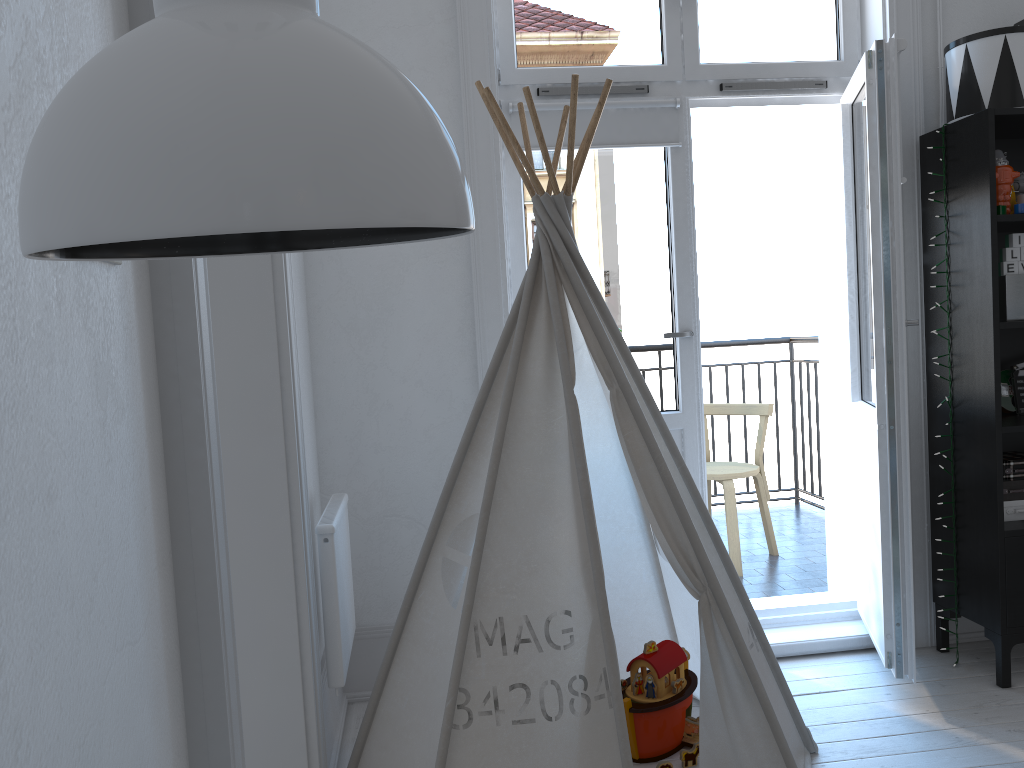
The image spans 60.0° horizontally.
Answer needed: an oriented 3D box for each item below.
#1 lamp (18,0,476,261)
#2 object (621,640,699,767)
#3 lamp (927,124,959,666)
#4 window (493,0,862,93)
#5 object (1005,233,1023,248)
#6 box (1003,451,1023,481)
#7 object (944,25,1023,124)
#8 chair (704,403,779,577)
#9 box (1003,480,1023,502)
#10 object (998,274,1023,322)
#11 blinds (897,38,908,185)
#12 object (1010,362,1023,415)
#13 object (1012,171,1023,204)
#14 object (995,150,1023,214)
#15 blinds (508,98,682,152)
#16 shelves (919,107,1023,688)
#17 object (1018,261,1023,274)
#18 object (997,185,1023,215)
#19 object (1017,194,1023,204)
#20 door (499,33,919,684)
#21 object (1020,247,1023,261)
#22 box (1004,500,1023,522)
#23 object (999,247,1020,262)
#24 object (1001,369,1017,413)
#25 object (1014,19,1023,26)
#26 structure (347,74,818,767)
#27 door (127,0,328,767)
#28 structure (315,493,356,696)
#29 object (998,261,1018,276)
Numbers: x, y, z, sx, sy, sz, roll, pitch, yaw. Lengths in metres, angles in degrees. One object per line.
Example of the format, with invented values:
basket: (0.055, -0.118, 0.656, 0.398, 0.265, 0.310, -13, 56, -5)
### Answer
lamp: (-0.237, -0.369, 0.197, 0.200, 0.656, 0.651, -2, 4, 27)
object: (0.418, 0.834, 2.134, 0.385, 0.284, 0.856, -4, 3, -15)
lamp: (1.790, 0.017, 2.827, 0.985, 1.685, 0.095, -4, 3, -9)
window: (0.548, -1.305, 2.908, 1.263, 0.661, 0.101, -4, 3, -6)
object: (1.490, -0.424, 2.623, 0.040, 0.040, 0.040, -3, 3, -1)
box: (1.532, 0.257, 2.766, 0.215, 0.062, 0.179, -4, 3, -6)
object: (1.484, -0.928, 2.741, 0.272, 0.259, 0.394, -2, 3, 22)
chair: (0.954, 0.458, 4.084, 0.436, 0.716, 0.497, -1, 4, 38)
box: (1.517, 0.320, 2.767, 0.215, 0.062, 0.179, -4, 3, -6)
object: (1.548, -0.260, 2.662, 0.170, 0.138, 0.124, -3, 3, 9)
blinds: (1.136, -0.765, 2.700, 0.032, 0.391, 0.565, -2, 3, 14)
object: (1.705, -0.005, 2.850, 0.201, 0.199, 0.048, -4, 3, -6)
object: (1.596, -0.587, 2.785, 0.063, 0.160, 0.063, -5, 4, -28)
object: (1.449, -0.592, 2.620, 0.105, 0.203, 0.072, -3, 3, 1)
blinds: (0.273, -0.842, 2.881, 0.565, 0.158, 0.032, -4, 3, -6)
shelves: (1.823, 0.022, 2.767, 0.911, 1.678, 0.353, -4, 3, -6)
object: (1.511, -0.345, 2.633, 0.040, 0.040, 0.040, -3, 3, -1)
object: (1.475, -0.593, 2.694, 0.197, 0.197, 0.318, -4, 3, -10)
object: (1.540, -0.529, 2.633, 0.067, 0.067, 0.067, -4, 3, -5)
door: (0.639, -0.048, 2.737, 1.263, 1.839, 0.636, -4, 3, -5)
object: (1.520, -0.385, 2.621, 0.040, 0.040, 0.040, -2, 3, 14)
box: (1.539, 0.380, 2.772, 0.215, 0.062, 0.179, -4, 3, -6)
object: (1.475, -0.383, 2.628, 0.040, 0.040, 0.040, -3, 3, 4)
object: (1.663, 0.028, 2.873, 0.542, 0.239, 0.093, -4, 3, -6)
object: (1.663, -0.986, 2.834, 0.343, 0.344, 0.057, -4, 3, -6)
structure: (0.129, 0.123, 2.151, 1.142, 1.750, 1.143, -5, 4, -31)
door: (-0.647, -0.029, 1.748, 0.505, 2.178, 1.465, -5, 4, -22)
structure: (-0.472, 0.550, 2.423, 0.075, 0.460, 0.635, -4, 3, -10)
object: (1.472, -0.342, 2.631, 0.040, 0.040, 0.040, -3, 3, 9)
